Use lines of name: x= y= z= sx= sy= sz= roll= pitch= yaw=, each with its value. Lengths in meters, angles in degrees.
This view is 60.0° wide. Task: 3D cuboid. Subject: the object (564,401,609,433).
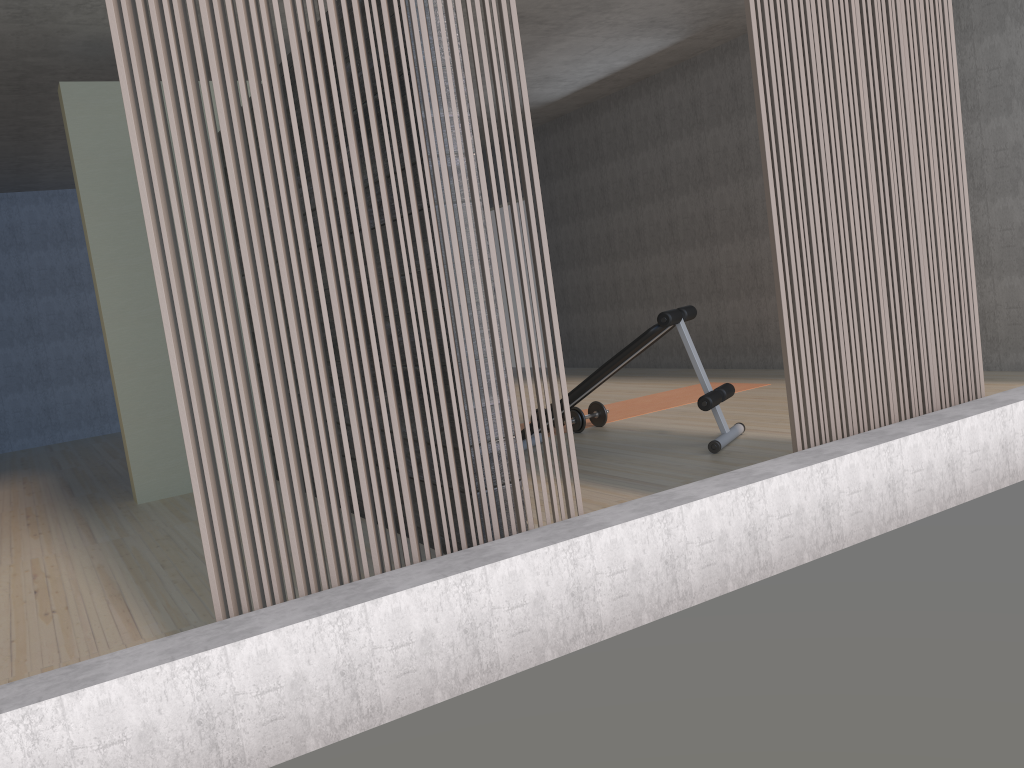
object: x=0.490 y=0.216 z=5.796 sx=0.385 sy=0.176 sz=0.176 roll=-12 pitch=7 yaw=-37

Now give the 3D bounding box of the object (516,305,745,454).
object: x=0.564 y=-0.009 z=5.008 sx=1.312 sy=0.746 sz=0.505 roll=-5 pitch=7 yaw=30

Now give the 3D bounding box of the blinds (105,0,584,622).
blinds: x=-0.408 y=-0.612 z=2.363 sx=1.133 sy=2.744 sz=0.069 roll=-11 pitch=7 yaw=-29

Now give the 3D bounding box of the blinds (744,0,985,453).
blinds: x=1.341 y=-0.957 z=3.342 sx=1.133 sy=2.744 sz=0.069 roll=-11 pitch=7 yaw=-29

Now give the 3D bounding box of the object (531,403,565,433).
object: x=0.250 y=0.228 z=5.912 sx=0.176 sy=0.176 sz=0.385 roll=-4 pitch=7 yaw=33

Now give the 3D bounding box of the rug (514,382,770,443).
rug: x=0.590 y=0.229 z=6.354 sx=2.779 sy=0.002 sz=0.716 roll=-11 pitch=7 yaw=-29
